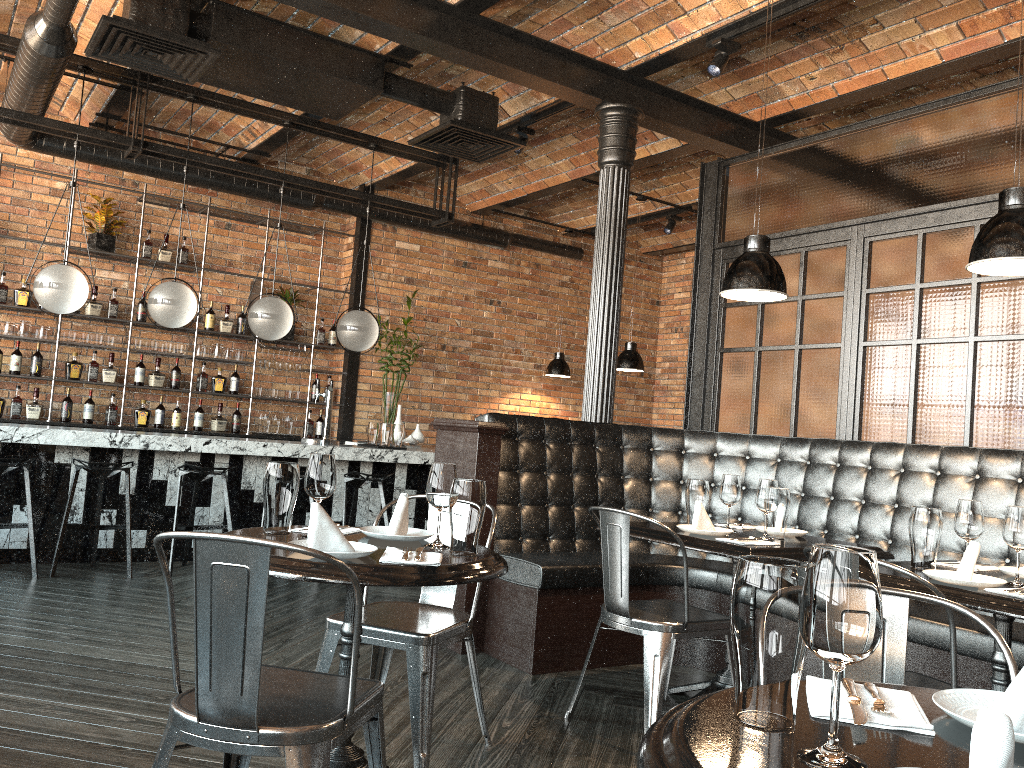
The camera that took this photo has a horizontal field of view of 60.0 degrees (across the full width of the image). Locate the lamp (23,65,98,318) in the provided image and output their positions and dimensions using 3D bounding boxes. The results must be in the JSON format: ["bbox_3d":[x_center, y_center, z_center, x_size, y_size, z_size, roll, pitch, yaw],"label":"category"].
[{"bbox_3d":[-3.032,-1.330,6.109,0.340,1.754,0.340,4,-3,12],"label":"lamp"}]

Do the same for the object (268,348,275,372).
[{"bbox_3d":[-2.368,-0.239,8.795,0.092,0.244,0.092,4,-3,6],"label":"object"}]

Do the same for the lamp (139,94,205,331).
[{"bbox_3d":[-2.425,-1.259,6.514,0.340,1.754,0.340,4,-3,12],"label":"lamp"}]

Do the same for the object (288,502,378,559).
[{"bbox_3d":[-0.462,0.377,2.304,0.232,0.139,0.232,4,-3,10],"label":"object"}]

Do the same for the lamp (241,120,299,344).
[{"bbox_3d":[-1.819,-1.188,6.920,0.340,1.754,0.340,4,-3,12],"label":"lamp"}]

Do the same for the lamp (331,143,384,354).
[{"bbox_3d":[-1.213,-1.118,7.325,0.340,1.754,0.340,4,-3,12],"label":"lamp"}]

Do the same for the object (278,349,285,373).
[{"bbox_3d":[-2.286,-0.230,8.850,0.092,0.244,0.092,4,-3,6],"label":"object"}]

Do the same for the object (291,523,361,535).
[{"bbox_3d":[-0.575,0.447,2.742,0.157,0.019,0.255,4,-3,17],"label":"object"}]

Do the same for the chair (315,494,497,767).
[{"bbox_3d":[-0.355,0.821,3.039,0.504,0.857,0.558,3,-3,21],"label":"chair"}]

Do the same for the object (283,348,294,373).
[{"bbox_3d":[-2.195,-0.230,8.713,0.092,0.244,0.092,4,-3,6],"label":"object"}]

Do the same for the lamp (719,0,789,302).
[{"bbox_3d":[1.114,-1.202,3.897,0.291,1.653,0.291,4,-3,11],"label":"lamp"}]

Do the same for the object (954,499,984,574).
[{"bbox_3d":[1.538,0.514,2.989,0.092,0.244,0.092,5,-3,-17],"label":"object"}]

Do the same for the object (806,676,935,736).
[{"bbox_3d":[0.497,0.448,1.242,0.157,0.019,0.255,4,-3,17],"label":"object"}]

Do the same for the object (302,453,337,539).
[{"bbox_3d":[-0.563,0.326,2.586,0.092,0.244,0.092,7,-4,-34],"label":"object"}]

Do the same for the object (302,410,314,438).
[{"bbox_3d":[-2.044,0.402,8.922,0.083,0.282,0.083,2,-4,41],"label":"object"}]

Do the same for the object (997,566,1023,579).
[{"bbox_3d":[1.772,0.592,2.993,0.232,0.139,0.232,3,-4,28],"label":"object"}]

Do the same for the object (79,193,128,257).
[{"bbox_3d":[-3.652,-1.419,7.895,0.425,0.526,0.430,6,-4,-31],"label":"object"}]

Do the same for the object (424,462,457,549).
[{"bbox_3d":[-0.209,0.354,2.601,0.092,0.244,0.092,7,-4,-34],"label":"object"}]

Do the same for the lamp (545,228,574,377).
[{"bbox_3d":[0.574,-0.910,9.882,0.291,1.653,0.291,3,-4,31],"label":"lamp"}]

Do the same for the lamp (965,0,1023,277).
[{"bbox_3d":[1.727,-1.205,2.980,0.291,1.653,0.291,4,-3,11],"label":"lamp"}]

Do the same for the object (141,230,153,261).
[{"bbox_3d":[-3.319,-1.261,8.074,0.083,0.282,0.083,7,-4,-34],"label":"object"}]

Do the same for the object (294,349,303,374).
[{"bbox_3d":[-2.109,-0.220,8.770,0.092,0.244,0.092,4,-3,6],"label":"object"}]

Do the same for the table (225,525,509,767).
[{"bbox_3d":[-0.468,0.833,2.524,0.866,0.758,0.866,3,-3,20],"label":"table"}]

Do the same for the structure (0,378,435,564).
[{"bbox_3d":[-2.823,0.560,6.982,5.346,1.430,1.930,7,-4,-34],"label":"structure"}]

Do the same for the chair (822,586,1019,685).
[{"bbox_3d":[0.651,0.814,1.500,0.504,0.857,0.558,4,-3,6],"label":"chair"}]

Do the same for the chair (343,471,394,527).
[{"bbox_3d":[-1.155,1.026,6.763,0.475,0.737,0.414,7,-4,-39],"label":"chair"}]

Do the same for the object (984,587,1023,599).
[{"bbox_3d":[1.516,0.603,2.574,0.255,0.019,0.157,6,-4,-28],"label":"object"}]

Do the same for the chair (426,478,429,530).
[{"bbox_3d":[-0.573,1.094,7.153,0.475,0.737,0.414,8,-4,-44],"label":"chair"}]

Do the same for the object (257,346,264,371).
[{"bbox_3d":[-2.459,-0.250,8.734,0.092,0.244,0.092,4,-3,6],"label":"object"}]

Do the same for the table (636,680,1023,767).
[{"bbox_3d":[0.552,0.828,0.999,0.866,0.758,0.866,3,-3,20],"label":"table"}]

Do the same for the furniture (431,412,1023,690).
[{"bbox_3d":[1.853,0.818,3.043,1.979,1.212,5.451,7,-4,-34],"label":"furniture"}]

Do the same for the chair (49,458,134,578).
[{"bbox_3d":[-2.680,0.848,5.743,0.475,0.737,0.414,6,-3,-24],"label":"chair"}]

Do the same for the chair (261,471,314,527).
[{"bbox_3d":[-1.638,0.970,6.440,0.475,0.737,0.414,6,-4,-29],"label":"chair"}]

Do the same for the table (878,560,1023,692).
[{"bbox_3d":[1.558,1.010,2.829,0.872,0.758,0.872,7,-4,-34],"label":"table"}]

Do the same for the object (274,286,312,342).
[{"bbox_3d":[-2.217,-0.697,8.768,0.398,0.560,0.374,3,-4,29],"label":"object"}]

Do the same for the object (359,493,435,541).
[{"bbox_3d":[-0.351,0.410,2.736,0.232,0.139,0.232,3,-4,26],"label":"object"}]

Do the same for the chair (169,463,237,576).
[{"bbox_3d":[-2.150,0.910,6.098,0.475,0.737,0.414,7,-4,-39],"label":"chair"}]

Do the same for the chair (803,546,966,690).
[{"bbox_3d":[1.124,0.909,2.530,0.558,0.857,0.504,6,-3,-24],"label":"chair"}]

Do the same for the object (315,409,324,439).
[{"bbox_3d":[-1.947,0.407,9.003,0.086,0.298,0.086,4,-3,15],"label":"object"}]

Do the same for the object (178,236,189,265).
[{"bbox_3d":[-3.060,-1.231,8.247,0.083,0.282,0.083,2,-4,41],"label":"object"}]

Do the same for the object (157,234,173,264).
[{"bbox_3d":[-3.191,-1.243,8.161,0.123,0.279,0.123,6,-4,-30],"label":"object"}]

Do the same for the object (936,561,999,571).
[{"bbox_3d":[1.626,0.645,3.165,0.255,0.019,0.157,7,-4,-33],"label":"object"}]

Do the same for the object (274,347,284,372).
[{"bbox_3d":[-2.277,-0.240,8.658,0.092,0.244,0.092,4,-3,6],"label":"object"}]

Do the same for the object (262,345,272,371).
[{"bbox_3d":[-2.368,-0.250,8.597,0.092,0.244,0.092,4,-3,6],"label":"object"}]

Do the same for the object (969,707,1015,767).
[{"bbox_3d":[0.455,0.367,0.849,0.232,0.139,0.232,7,-4,-37],"label":"object"}]

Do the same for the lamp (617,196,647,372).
[{"bbox_3d":[1.162,-0.949,8.354,0.291,1.653,0.291,4,-3,11],"label":"lamp"}]

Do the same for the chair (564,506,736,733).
[{"bbox_3d":[0.572,0.917,3.461,0.558,0.857,0.504,7,-4,-34],"label":"chair"}]

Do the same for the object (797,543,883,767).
[{"bbox_3d":[0.378,0.313,1.029,0.092,0.244,0.092,3,-3,19],"label":"object"}]

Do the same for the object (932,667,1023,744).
[{"bbox_3d":[0.707,0.408,1.215,0.232,0.139,0.232,4,-3,11],"label":"object"}]

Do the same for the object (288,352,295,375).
[{"bbox_3d":[-2.201,-0.220,8.908,0.092,0.244,0.092,4,-3,6],"label":"object"}]

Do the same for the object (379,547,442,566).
[{"bbox_3d":[-0.263,0.449,2.344,0.157,0.019,0.255,5,-3,-3],"label":"object"}]

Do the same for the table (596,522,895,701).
[{"bbox_3d":[0.944,1.013,3.746,0.872,0.758,0.872,7,-4,-34],"label":"table"}]

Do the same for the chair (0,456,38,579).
[{"bbox_3d":[-3.161,0.792,5.422,0.475,0.737,0.414,7,-4,-39],"label":"chair"}]

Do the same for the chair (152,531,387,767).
[{"bbox_3d":[-0.550,0.749,2.037,0.504,0.857,0.558,4,-3,11],"label":"chair"}]
